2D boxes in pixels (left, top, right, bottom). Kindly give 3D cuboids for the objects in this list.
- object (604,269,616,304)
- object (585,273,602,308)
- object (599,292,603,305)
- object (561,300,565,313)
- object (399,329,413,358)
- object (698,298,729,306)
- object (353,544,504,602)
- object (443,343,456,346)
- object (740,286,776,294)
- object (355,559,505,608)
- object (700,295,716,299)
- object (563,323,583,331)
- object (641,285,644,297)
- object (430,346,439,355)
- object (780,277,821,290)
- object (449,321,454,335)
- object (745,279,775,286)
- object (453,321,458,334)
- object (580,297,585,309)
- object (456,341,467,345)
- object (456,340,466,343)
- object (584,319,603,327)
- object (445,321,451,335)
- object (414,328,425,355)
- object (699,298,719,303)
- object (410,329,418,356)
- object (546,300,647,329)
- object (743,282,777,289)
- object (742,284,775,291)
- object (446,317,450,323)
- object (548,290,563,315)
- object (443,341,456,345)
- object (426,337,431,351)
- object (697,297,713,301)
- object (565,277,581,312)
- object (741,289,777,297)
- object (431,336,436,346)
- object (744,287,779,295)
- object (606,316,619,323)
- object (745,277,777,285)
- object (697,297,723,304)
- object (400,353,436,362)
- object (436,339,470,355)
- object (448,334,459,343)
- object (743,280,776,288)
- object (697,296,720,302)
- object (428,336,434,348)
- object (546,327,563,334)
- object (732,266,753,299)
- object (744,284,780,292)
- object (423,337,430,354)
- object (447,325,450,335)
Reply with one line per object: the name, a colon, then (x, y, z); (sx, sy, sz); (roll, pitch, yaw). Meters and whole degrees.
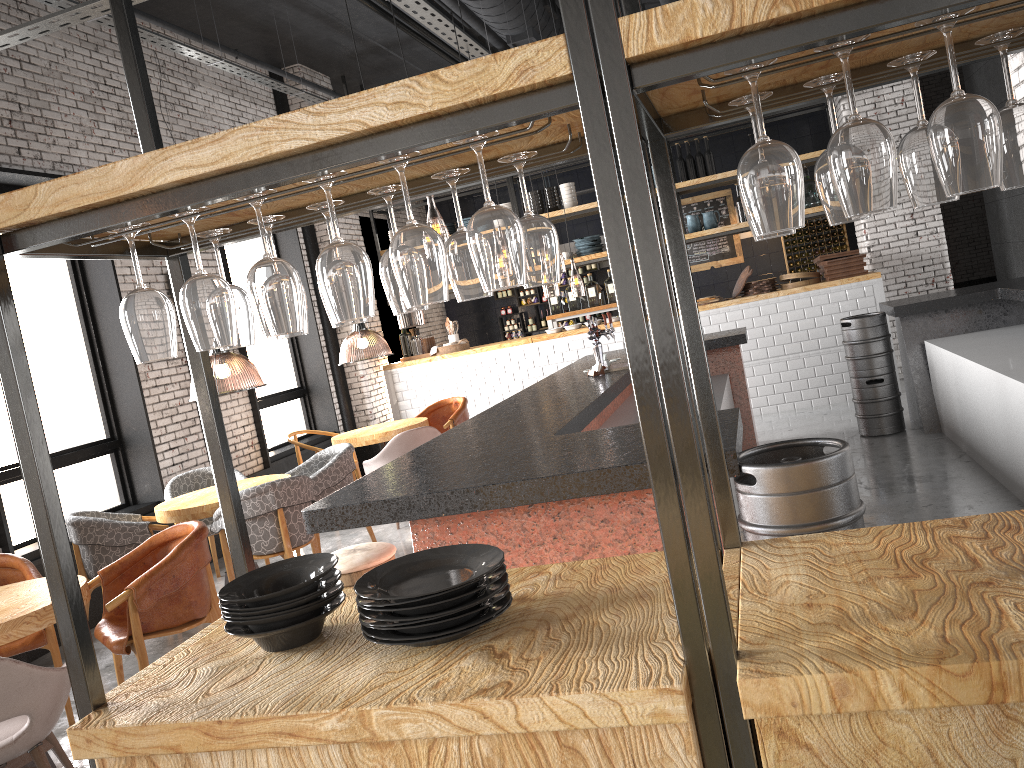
object: (1.200, -1.171, 10.614); (0.154, 0.404, 0.155); (-10, 4, 16)
object: (0.971, -1.131, 10.685); (0.154, 0.404, 0.155); (-10, 4, 16)
object: (1.069, -1.021, 10.609); (0.031, 0.163, 0.046); (-8, 4, 41)
object: (0.620, -0.941, 10.717); (0.032, 0.163, 0.080); (-12, 4, -12)
object: (-1.346, -0.586, 11.193); (0.106, 0.553, 0.157); (-10, 4, 15)
object: (2.314, -0.945, 10.181); (0.459, 0.019, 0.406); (-14, 5, -32)
object: (-0.163, 0.388, 1.783); (0.306, 0.039, 0.306); (-11, 4, -1)
object: (-0.762, -0.453, 10.908); (0.160, 0.075, 0.161); (-12, 4, -6)
object: (2.829, -1.075, 10.107); (0.457, 0.019, 0.408); (-7, 6, 44)
object: (-0.161, 0.402, 1.784); (0.305, 0.048, 0.306); (-7, 6, 41)
object: (2.238, -0.987, 10.073); (0.184, 0.011, 0.255); (-8, 6, 38)
object: (0.725, -0.672, 10.450); (0.216, 0.059, 0.324); (-10, 5, 16)
object: (1.526, -1.100, 10.451); (0.061, 0.163, 0.034); (-14, 5, -41)
object: (-0.878, -0.431, 11.001); (0.284, 0.110, 0.187); (-15, 5, -37)
object: (3.234, -1.150, 9.946); (0.436, 0.097, 0.438); (-7, 6, 41)
object: (-0.738, -0.609, 11.072); (0.033, 0.369, 0.137); (-12, 4, -18)
object: (2.816, -1.154, 10.101); (0.408, 0.019, 0.457); (-15, 6, -40)
object: (-0.706, -0.615, 11.113); (0.123, 0.358, 0.076); (-9, 4, 32)
object: (0.849, -0.982, 10.667); (0.078, 0.163, 0.039); (-13, 4, -29)
object: (-0.628, -0.487, 10.999); (0.161, 0.075, 0.160); (-13, 5, -21)
object: (-0.634, -0.506, 11.000); (0.161, 0.078, 0.160); (-13, 5, -21)
object: (0.958, -0.713, 10.405); (0.216, 0.055, 0.324); (-10, 5, 16)
object: (-0.775, -0.613, 11.152); (0.087, 0.355, 0.026); (-9, 4, 39)
object: (-1.165, -0.524, 11.166); (0.070, 0.367, 0.107); (-10, 4, 15)
object: (2.269, -0.970, 10.232); (0.214, 0.013, 0.522); (-10, 5, 12)
object: (-1.227, -0.513, 11.183); (0.070, 0.367, 0.107); (-10, 4, 15)
object: (1.095, -0.669, 10.704); (1.249, 0.551, 0.315); (-10, 4, 16)
object: (2.802, -1.119, 10.106); (0.459, 0.019, 0.406); (-14, 5, -31)
object: (2.788, -1.099, 10.100); (0.406, 0.019, 0.459); (-9, 5, 30)
object: (-0.777, -0.700, 11.174); (0.017, 0.289, 0.090); (-14, 4, -37)
object: (0.521, -1.052, 10.816); (0.154, 0.404, 0.155); (-10, 4, 16)
object: (-0.764, -0.473, 10.908); (0.160, 0.078, 0.161); (-12, 4, -6)
object: (-1.053, -0.475, 11.222); (0.056, 0.248, 0.056); (-13, 4, -22)
object: (2.221, -0.980, 10.149); (0.172, 0.010, 0.369); (-9, 5, 26)
object: (0.739, -1.089, 10.744); (0.154, 0.404, 0.155); (-10, 4, 16)
object: (2.840, -1.044, 10.107); (0.408, 0.019, 0.457); (-15, 6, -38)
object: (-1.008, -0.498, 11.389); (0.056, 0.248, 0.056); (-13, 4, -22)
object: (2.850, -1.062, 10.095); (0.407, 0.019, 0.458); (-12, 5, -11)
object: (1.173, -0.751, 10.325); (0.216, 0.060, 0.324); (-10, 5, 16)
object: (2.796, -1.166, 10.104); (0.459, 0.019, 0.406); (-14, 5, -27)
object: (2.279, -0.960, 10.236); (0.276, 0.019, 0.515); (-10, 5, 21)
object: (-1.157, -0.356, 11.289); (0.411, 0.050, 0.412); (-10, 5, 15)
object: (-0.744, -0.457, 11.014); (0.437, 0.156, 0.420); (-12, 4, -11)
object: (-0.719, -0.522, 11.128); (0.129, 0.204, 0.129); (-14, 5, -38)
object: (2.825, -1.139, 10.099); (0.407, 0.019, 0.458); (-14, 5, -31)
object: (2.275, -0.985, 10.230); (0.229, 0.016, 0.558); (-9, 5, 22)
object: (-1.030, -0.486, 11.305); (0.056, 0.248, 0.056); (-13, 4, -22)
object: (0.508, -0.633, 10.526); (0.216, 0.055, 0.324); (-10, 5, 16)
object: (2.608, -1.154, 10.045); (0.242, 0.338, 0.489); (-11, 4, 2)
object: (2.819, -1.089, 10.108); (0.458, 0.019, 0.407); (-12, 5, -15)
object: (-1.075, -0.464, 11.138); (0.056, 0.248, 0.056); (-13, 4, -22)
object: (-0.757, -0.582, 11.122); (0.072, 0.328, 0.052); (-13, 4, -28)
